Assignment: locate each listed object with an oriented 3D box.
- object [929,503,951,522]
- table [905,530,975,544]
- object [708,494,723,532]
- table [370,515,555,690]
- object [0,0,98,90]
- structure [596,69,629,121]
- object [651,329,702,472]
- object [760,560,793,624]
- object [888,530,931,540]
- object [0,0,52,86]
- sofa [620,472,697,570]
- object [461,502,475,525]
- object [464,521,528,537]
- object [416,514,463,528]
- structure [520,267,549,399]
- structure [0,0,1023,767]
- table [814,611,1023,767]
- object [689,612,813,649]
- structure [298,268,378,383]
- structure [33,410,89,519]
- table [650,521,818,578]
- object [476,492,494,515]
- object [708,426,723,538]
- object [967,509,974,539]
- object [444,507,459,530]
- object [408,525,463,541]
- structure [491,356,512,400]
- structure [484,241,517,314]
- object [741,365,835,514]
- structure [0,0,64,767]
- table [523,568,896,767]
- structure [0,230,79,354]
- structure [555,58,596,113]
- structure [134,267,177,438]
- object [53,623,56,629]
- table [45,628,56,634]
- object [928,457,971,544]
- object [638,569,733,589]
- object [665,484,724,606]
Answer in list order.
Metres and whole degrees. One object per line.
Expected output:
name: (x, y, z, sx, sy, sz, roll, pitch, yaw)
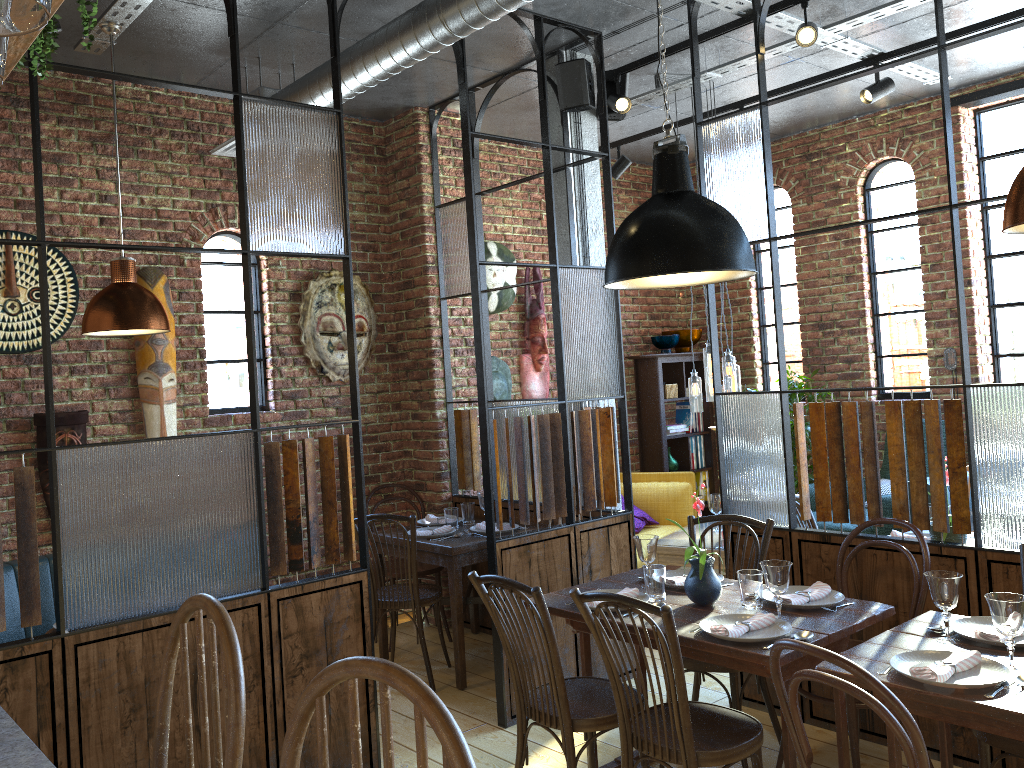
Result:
object: (1.778, 0.598, 3.662, 0.102, 0.192, 0.095, -4, -1, 25)
table: (1.912, 1.050, 3.627, 0.716, 0.727, 0.785, -3, -1, -41)
object: (1.295, 0.814, 5.584, 0.091, 0.228, 0.091, -4, -1, -2)
table: (-0.261, 1.176, 4.941, 0.716, 0.727, 0.785, -3, -1, -41)
object: (-1.086, -0.746, 1.599, 0.518, 0.369, 0.583, -4, 0, 27)
structure: (0.560, -1.606, 4.898, 0.185, 0.268, 0.165, -4, -1, 0)
object: (1.387, 0.437, 7.281, 0.342, 1.762, 0.581, -5, -2, 44)
object: (0.845, 0.664, 2.797, 0.095, 0.192, 0.101, -3, -1, -20)
object: (1.752, 0.669, 3.807, 0.310, 0.051, 0.281, -4, 0, -37)
object: (-0.143, -0.235, 0.251, 0.063, 0.208, 0.520, -3, 0, -41)
sofa: (0.558, 1.097, 6.049, 0.825, 0.763, 1.908, -4, 0, 33)
object: (-0.253, 0.750, 5.096, 0.083, 0.119, 0.085, -4, -1, -9)
object: (-0.083, 0.777, 4.807, 0.310, 0.051, 0.281, -4, 0, -37)
object: (-0.435, 0.796, 5.143, 0.310, 0.051, 0.281, -4, 0, -37)
structure: (0.161, -0.312, 6.614, 0.229, 1.147, 0.224, -4, -1, 5)
structure: (0.580, -0.149, 1.525, 6.102, 3.328, 5.771, -4, 0, 33)
table: (1.455, 1.090, 2.200, 0.695, 0.728, 1.078, -3, 0, -41)
object: (0.729, 0.743, 2.702, 0.257, 0.051, 0.339, -4, 1, -37)
structure: (-1.066, -0.367, 5.533, 0.562, 0.727, 0.133, -3, -1, -40)
structure: (-2.265, 0.467, 4.464, 0.248, 0.655, 0.167, -3, -2, -40)
table: (1.393, 1.178, 5.437, 0.784, 0.508, 0.894, -4, 0, 34)
object: (-0.146, 0.708, 4.951, 0.095, 0.192, 0.101, -3, -1, -20)
object: (1.323, 0.577, 5.258, 0.272, 0.704, 0.161, -5, -2, 41)
object: (2.019, 0.617, 3.887, 0.088, 0.119, 0.080, -4, -1, 39)
object: (-0.337, 0.756, 4.929, 0.083, 0.119, 0.085, -4, -1, -9)
object: (-0.428, 0.798, 4.783, 0.257, 0.051, 0.339, -4, 1, -37)
structure: (-0.126, 0.120, 6.268, 0.351, 0.640, 0.108, -3, -2, -39)
structure: (-0.151, -0.763, 6.317, 0.507, 0.521, 0.154, -3, -1, -40)
object: (2.025, 0.620, 6.644, 0.893, 1.529, 0.697, -4, -1, 29)
structure: (-0.960, 0.530, 0.411, 1.662, 2.175, 2.445, -3, -1, -41)
table: (0.679, 1.131, 3.094, 0.695, 0.728, 1.078, -3, 0, -41)
structure: (-2.489, -0.458, 4.380, 0.632, 0.619, 0.083, -3, -1, -42)
structure: (0.337, -1.591, 4.715, 0.171, 0.268, 0.178, -4, -1, 22)
structure: (-1.922, -0.089, 4.801, 0.221, 1.121, 0.098, -3, -2, -40)
object: (-1.833, 1.019, 3.781, 0.271, 0.051, 0.323, -4, 0, 2)
table: (-1.530, 1.328, 3.749, 0.710, 0.603, 0.778, -3, 0, -41)
object: (1.695, 0.488, 3.458, 0.137, 0.427, 0.210, -4, -1, -8)
object: (0.661, 0.742, 3.397, 0.257, 0.051, 0.339, -4, 1, -37)
object: (0.654, 0.555, 3.097, 0.132, 0.431, 0.225, -3, -1, -23)
